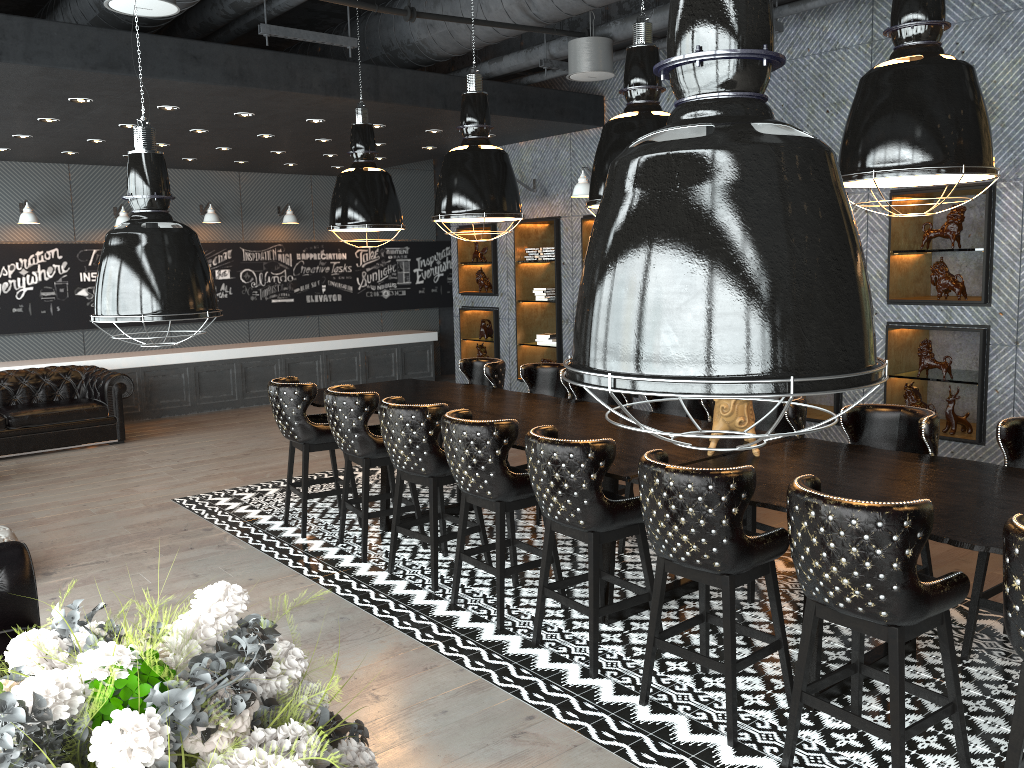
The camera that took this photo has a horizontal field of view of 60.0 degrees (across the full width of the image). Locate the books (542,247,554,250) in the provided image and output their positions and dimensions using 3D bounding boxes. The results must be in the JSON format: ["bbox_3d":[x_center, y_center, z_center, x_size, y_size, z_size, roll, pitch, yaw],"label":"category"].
[{"bbox_3d":[0.481,-1.495,9.769,0.245,0.028,0.194,2,8,23],"label":"books"}]

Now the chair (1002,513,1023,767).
[{"bbox_3d":[1.737,0.942,2.629,0.504,1.091,0.568,6,10,45],"label":"chair"}]

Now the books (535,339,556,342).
[{"bbox_3d":[0.405,-0.498,10.000,0.227,0.024,0.166,4,10,37],"label":"books"}]

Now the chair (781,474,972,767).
[{"bbox_3d":[1.261,0.884,3.146,0.568,1.091,0.504,-7,9,-35],"label":"chair"}]

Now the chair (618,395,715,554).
[{"bbox_3d":[1.027,0.541,5.698,0.568,1.091,0.504,-8,10,-44],"label":"chair"}]

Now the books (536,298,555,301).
[{"bbox_3d":[0.415,-0.952,9.919,0.246,0.028,0.194,-9,11,-42],"label":"books"}]

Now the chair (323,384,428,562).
[{"bbox_3d":[-0.944,0.560,5.930,0.568,1.091,0.504,-6,8,-30],"label":"chair"}]

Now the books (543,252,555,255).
[{"bbox_3d":[0.499,-1.445,9.812,0.245,0.028,0.194,4,9,33],"label":"books"}]

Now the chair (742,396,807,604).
[{"bbox_3d":[1.405,0.609,5.133,0.568,1.091,0.504,-6,8,-30],"label":"chair"}]

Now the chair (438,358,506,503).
[{"bbox_3d":[-0.325,0.351,7.341,0.568,1.091,0.504,-6,8,-30],"label":"chair"}]

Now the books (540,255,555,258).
[{"bbox_3d":[0.459,-1.411,9.780,0.245,0.028,0.194,5,10,38],"label":"books"}]

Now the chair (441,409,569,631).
[{"bbox_3d":[-0.082,0.691,4.809,0.568,1.091,0.504,-7,9,-36],"label":"chair"}]

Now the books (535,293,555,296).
[{"bbox_3d":[0.406,-1.007,9.906,0.246,0.028,0.194,-8,10,-38],"label":"books"}]

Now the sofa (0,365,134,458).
[{"bbox_3d":[-5.551,0.312,9.572,2.567,0.837,1.240,-8,10,-39],"label":"sofa"}]

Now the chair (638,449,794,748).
[{"bbox_3d":[0.808,0.825,3.660,0.568,1.091,0.504,-8,10,-41],"label":"chair"}]

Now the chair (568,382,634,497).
[{"bbox_3d":[0.583,0.478,6.243,0.504,1.091,0.569,5,10,41],"label":"chair"}]

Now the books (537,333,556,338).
[{"bbox_3d":[0.410,-0.547,9.992,0.179,0.029,0.225,4,9,34],"label":"books"}]

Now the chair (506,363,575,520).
[{"bbox_3d":[0.224,0.407,6.831,0.568,1.091,0.504,-8,10,-42],"label":"chair"}]

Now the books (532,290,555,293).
[{"bbox_3d":[0.384,-1.036,9.911,0.245,0.028,0.194,-7,10,-35],"label":"books"}]

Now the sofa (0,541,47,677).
[{"bbox_3d":[-1.772,1.175,2.551,1.240,0.837,2.567,-8,10,-39],"label":"sofa"}]

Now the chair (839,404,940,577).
[{"bbox_3d":[1.868,0.679,4.532,0.568,1.091,0.504,-7,9,-37],"label":"chair"}]

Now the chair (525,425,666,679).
[{"bbox_3d":[0.358,0.756,4.253,0.568,1.091,0.504,-6,9,-34],"label":"chair"}]

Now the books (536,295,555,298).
[{"bbox_3d":[0.415,-0.973,9.865,0.245,0.028,0.194,-6,9,-30],"label":"books"}]

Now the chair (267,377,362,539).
[{"bbox_3d":[-1.454,0.502,6.448,0.568,1.091,0.504,-6,8,-29],"label":"chair"}]

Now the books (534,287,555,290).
[{"bbox_3d":[0.392,-1.065,9.914,0.193,0.028,0.246,6,11,44],"label":"books"}]

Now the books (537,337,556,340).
[{"bbox_3d":[0.421,-0.524,10.012,0.175,0.024,0.243,6,10,42],"label":"books"}]

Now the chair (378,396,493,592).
[{"bbox_3d":[-0.502,0.625,5.371,0.568,1.091,0.504,-8,10,-42],"label":"chair"}]

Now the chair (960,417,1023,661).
[{"bbox_3d":[2.431,0.731,4.048,0.568,1.091,0.504,-7,9,-37],"label":"chair"}]

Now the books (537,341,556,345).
[{"bbox_3d":[0.422,-0.469,9.997,0.243,0.034,0.180,1,8,20],"label":"books"}]

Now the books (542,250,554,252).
[{"bbox_3d":[0.481,-1.467,9.773,0.245,0.028,0.194,3,9,31],"label":"books"}]

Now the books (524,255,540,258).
[{"bbox_3d":[0.279,-1.438,10.010,0.193,0.028,0.246,-5,9,-27],"label":"books"}]

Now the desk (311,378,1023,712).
[{"bbox_3d":[1.082,0.803,4.459,1.434,0.926,7.599,-8,10,-38],"label":"desk"}]

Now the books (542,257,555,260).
[{"bbox_3d":[0.483,-1.383,9.783,0.245,0.028,0.194,3,9,30],"label":"books"}]
